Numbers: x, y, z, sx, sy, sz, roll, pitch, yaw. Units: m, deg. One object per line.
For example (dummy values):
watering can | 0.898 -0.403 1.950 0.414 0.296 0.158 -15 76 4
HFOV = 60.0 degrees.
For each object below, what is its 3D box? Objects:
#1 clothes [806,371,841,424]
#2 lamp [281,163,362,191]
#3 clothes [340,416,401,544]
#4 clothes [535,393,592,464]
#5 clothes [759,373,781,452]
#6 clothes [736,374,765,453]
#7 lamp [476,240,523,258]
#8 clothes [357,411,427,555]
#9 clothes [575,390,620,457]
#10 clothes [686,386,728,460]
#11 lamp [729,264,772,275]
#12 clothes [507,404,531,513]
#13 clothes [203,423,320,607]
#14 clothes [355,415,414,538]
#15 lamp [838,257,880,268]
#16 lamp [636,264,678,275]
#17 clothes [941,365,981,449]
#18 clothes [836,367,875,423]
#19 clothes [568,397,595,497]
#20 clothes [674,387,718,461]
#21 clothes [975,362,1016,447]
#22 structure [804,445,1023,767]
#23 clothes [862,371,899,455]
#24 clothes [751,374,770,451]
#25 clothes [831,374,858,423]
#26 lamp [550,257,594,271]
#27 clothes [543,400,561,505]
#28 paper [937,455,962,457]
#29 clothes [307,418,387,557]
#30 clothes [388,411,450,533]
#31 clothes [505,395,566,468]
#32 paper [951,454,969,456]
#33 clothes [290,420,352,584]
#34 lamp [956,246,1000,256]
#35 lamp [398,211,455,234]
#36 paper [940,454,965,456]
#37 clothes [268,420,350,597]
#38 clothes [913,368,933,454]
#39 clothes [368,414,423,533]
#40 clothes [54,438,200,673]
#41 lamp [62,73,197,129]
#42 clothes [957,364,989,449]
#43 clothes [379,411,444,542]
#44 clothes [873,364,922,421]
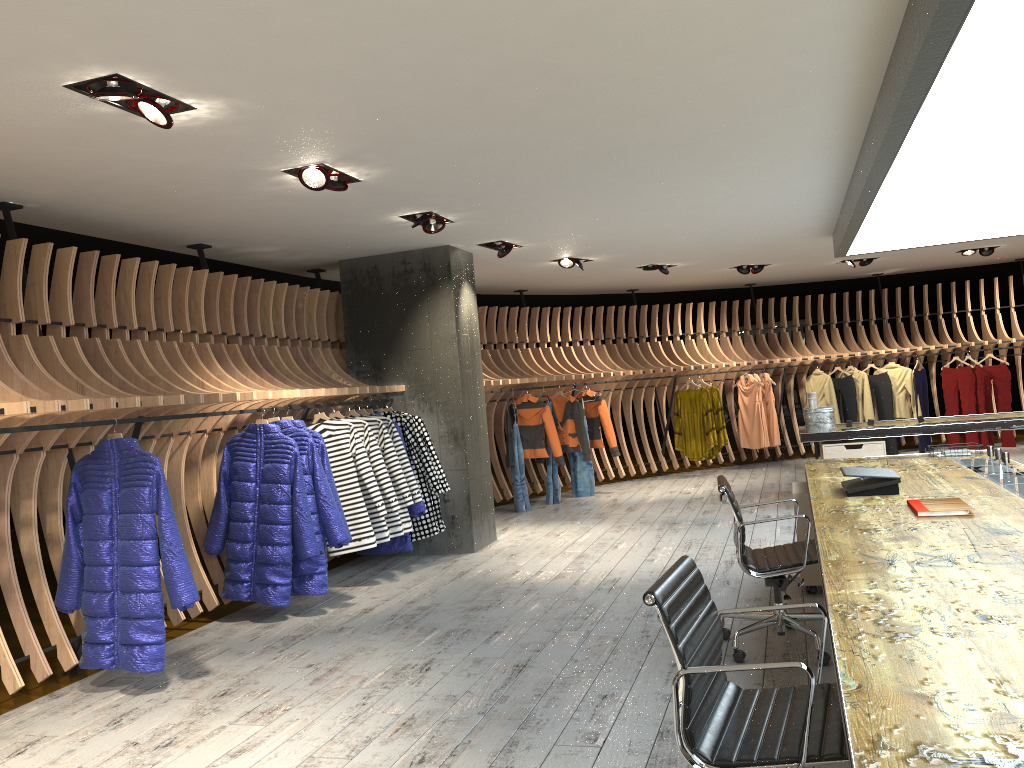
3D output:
clothes | 4.559 0.244 13.127 0.250 0.890 0.704 -4 -1 -22
lamp | -1.125 -1.275 5.262 0.269 0.286 0.493 -5 -1 17
clothes | -1.237 0.784 7.021 0.752 1.062 0.128 -5 -2 16
clothes | 0.634 0.547 11.137 0.838 0.881 0.201 -6 -2 37
clothes | 3.733 0.411 12.968 0.125 1.156 0.447 -4 -1 -18
clothes | 3.462 0.434 12.895 0.125 1.156 0.447 -4 -2 -38
lamp | -0.117 -1.331 8.285 0.269 0.292 0.493 -5 -1 24
clothes | -1.161 0.853 7.675 0.885 1.239 0.245 -5 -1 14
clothes | 1.016 0.516 11.568 0.201 0.881 0.838 -4 -2 -43
clothes | 2.739 0.557 12.612 0.168 1.045 0.664 -4 -2 -42
lamp | 3.122 -1.576 11.615 0.493 0.297 0.269 -5 -1 -23
clothes | 0.082 0.940 10.470 0.200 1.422 0.308 -5 -1 -6
clothes | -1.770 0.897 6.082 0.879 1.261 0.242 -5 -2 14
clothes | -1.159 0.779 7.271 0.752 1.062 0.128 -5 -2 16
lamp | 4.665 -1.712 11.968 0.493 0.284 0.269 -5 -1 -2
lamp | 1.756 -1.468 10.808 0.493 0.293 0.269 -4 -1 -40
clothes | 6.610 0.399 13.057 0.093 1.338 0.551 -4 -2 -27
clothes | 5.084 0.199 13.182 0.250 0.890 0.704 -4 -1 -32
clothes | 0.862 0.881 11.367 0.309 1.422 0.200 -5 -2 -11
clothes | 2.577 0.570 12.529 0.168 1.045 0.664 -4 -2 -42
clothes | 7.051 0.360 12.951 0.093 1.338 0.551 -4 -2 -32
structure | 1.069 0.902 1.053 1.161 0.844 10.452 -5 -1 17
clothes | 5.413 0.498 13.163 0.539 1.353 0.087 -6 -2 42
clothes | 3.573 0.424 12.930 0.125 1.156 0.447 -5 -1 -13
clothes | 4.898 0.542 13.146 0.087 1.353 0.539 -4 -2 -38
lamp | 0.650 -1.382 9.673 0.269 0.296 0.493 -6 -1 37
clothes | 0.459 0.912 10.930 0.200 1.422 0.309 -5 -1 9
paper | 2.855 0.460 5.741 0.176 0.003 0.130 -5 -1 16
clothes | -1.307 0.788 6.796 0.752 1.062 0.128 -5 -2 16
clothes | -0.929 0.822 7.965 0.799 1.186 0.191 -5 -2 18
clothes | 0.222 0.577 10.752 0.839 0.881 0.201 -6 -2 32
paper | 2.869 0.456 5.741 0.176 0.004 0.130 -5 -1 21
clothes | -1.600 0.879 6.364 0.885 1.239 0.245 -5 -1 14
lamp | 6.244 -1.843 11.894 0.492 0.296 0.269 -5 -1 11
lamp | -0.649 -1.299 6.784 0.269 0.292 0.493 -5 -1 17
paper | 2.869 0.454 5.741 0.176 0.004 0.130 -5 -1 24
clothes | -1.579 0.873 6.170 0.883 1.246 0.249 -5 -1 14
clothes | 6.088 0.437 13.138 0.087 1.353 0.539 -6 -2 42
clothes | -1.106 0.776 7.442 0.752 1.062 0.128 -5 -2 16
clothes | -2.111 0.907 4.729 0.885 1.239 0.245 -5 -1 14
lamp | -1.600 -1.244 3.739 0.269 0.294 0.493 -5 -1 17
clothes | 6.772 0.385 13.022 0.093 1.338 0.551 -5 -1 -12
clothes | -0.977 0.824 7.783 0.806 1.188 0.192 -5 -2 18
clothes | 5.680 0.146 13.165 0.704 0.890 0.250 -6 -2 38
